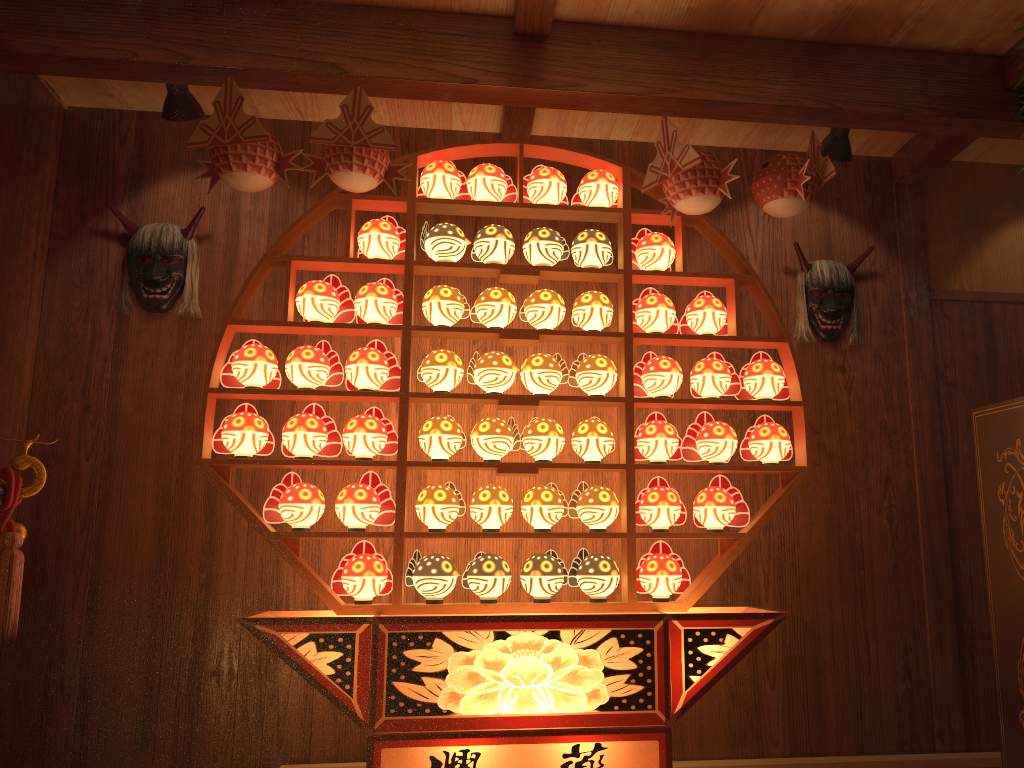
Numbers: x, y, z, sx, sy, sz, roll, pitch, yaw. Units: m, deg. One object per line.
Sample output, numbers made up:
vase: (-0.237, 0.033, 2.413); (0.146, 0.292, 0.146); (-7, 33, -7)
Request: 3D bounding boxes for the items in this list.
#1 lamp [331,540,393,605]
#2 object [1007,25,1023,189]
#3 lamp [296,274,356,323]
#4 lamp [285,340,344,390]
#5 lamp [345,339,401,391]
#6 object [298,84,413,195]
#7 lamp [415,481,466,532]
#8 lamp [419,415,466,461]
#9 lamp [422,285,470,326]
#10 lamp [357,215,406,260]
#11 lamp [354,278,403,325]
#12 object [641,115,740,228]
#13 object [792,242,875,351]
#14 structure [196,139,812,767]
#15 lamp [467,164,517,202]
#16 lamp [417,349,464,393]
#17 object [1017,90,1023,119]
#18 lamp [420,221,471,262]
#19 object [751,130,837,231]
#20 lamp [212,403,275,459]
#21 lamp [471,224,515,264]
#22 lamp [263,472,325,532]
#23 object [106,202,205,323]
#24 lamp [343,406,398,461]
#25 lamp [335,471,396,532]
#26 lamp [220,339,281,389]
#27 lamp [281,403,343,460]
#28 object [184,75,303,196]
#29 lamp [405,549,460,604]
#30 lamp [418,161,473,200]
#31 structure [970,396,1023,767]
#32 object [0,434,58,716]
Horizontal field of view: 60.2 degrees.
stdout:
lamp: (-0.456, 0.583, 2.745); (0.198, 0.197, 0.154); (3, -11, -16)
object: (1.648, -0.588, 2.279); (0.581, 1.260, 0.696); (4, -12, -16)
lamp: (-0.638, -0.287, 2.889); (0.196, 0.200, 0.160); (-3, -12, 19)
lamp: (-0.662, -0.067, 2.843); (0.176, 0.191, 0.161); (-5, -12, 24)
lamp: (-0.471, -0.067, 2.866); (0.198, 0.200, 0.158); (-1, -11, 9)
object: (-0.484, -0.740, 2.753); (0.351, 0.306, 0.213); (2, -11, -6)
lamp: (-0.241, 0.388, 2.812); (0.136, 0.167, 0.161); (-5, -12, 24)
lamp: (-0.234, 0.171, 2.853); (0.137, 0.167, 0.159); (-2, -11, 14)
lamp: (-0.233, -0.261, 2.939); (0.136, 0.167, 0.161); (-5, -12, 24)
lamp: (-0.447, -0.499, 2.954); (0.198, 0.200, 0.158); (-1, -11, 9)
lamp: (-0.450, -0.280, 2.911); (0.187, 0.195, 0.158); (-1, -11, 9)
object: (0.591, -0.702, 2.889); (0.248, 0.314, 0.354); (6, -13, -27)
object: (1.344, -0.353, 3.703); (0.367, 0.453, 0.136); (2, -11, -7)
structure: (0.016, 0.248, 2.875); (1.978, 2.195, 0.486); (2, -11, -7)
lamp: (-0.092, -0.695, 3.044); (0.165, 0.179, 0.161); (-5, -12, 24)
lamp: (-0.225, -0.045, 2.893); (0.143, 0.167, 0.152); (6, -12, -25)
object: (1.867, -0.847, 2.333); (0.096, 0.751, 1.490); (1, -11, -4)
lamp: (-0.215, -0.475, 2.993); (0.155, 0.167, 0.140); (-1, -11, 9)
object: (0.903, -0.706, 2.933); (0.231, 0.318, 0.362); (2, -11, -10)
lamp: (-0.836, 0.143, 2.776); (0.194, 0.195, 0.153); (5, -12, -21)
lamp: (-0.058, -0.471, 3.001); (0.142, 0.161, 0.154); (3, -11, -15)
lamp: (-0.651, 0.365, 2.764); (0.152, 0.194, 0.192); (-10, -15, 43)
object: (-1.345, -0.446, 3.353); (0.367, 0.453, 0.136); (2, -11, -7)
lamp: (-0.472, 0.153, 2.823); (0.181, 0.192, 0.158); (-1, -11, 9)
lamp: (-0.488, 0.365, 2.779); (0.196, 0.200, 0.160); (-3, -12, 19)
lamp: (-0.818, -0.069, 2.820); (0.194, 0.187, 0.153); (6, -12, -25)
lamp: (-0.657, 0.144, 2.799); (0.199, 0.200, 0.158); (0, -11, 4)
object: (-0.809, -0.740, 2.702); (0.358, 0.311, 0.243); (-4, -12, 19)
lamp: (-0.233, 0.604, 2.774); (0.153, 0.167, 0.143); (-5, -12, 24)
lamp: (-0.245, -0.710, 3.022); (0.199, 0.200, 0.158); (0, -11, 4)
structure: (1.586, 0.621, 2.331); (0.274, 1.250, 0.791); (2, -11, -8)
object: (-1.371, 0.369, 1.715); (0.612, 1.514, 0.802); (2, -11, -5)
